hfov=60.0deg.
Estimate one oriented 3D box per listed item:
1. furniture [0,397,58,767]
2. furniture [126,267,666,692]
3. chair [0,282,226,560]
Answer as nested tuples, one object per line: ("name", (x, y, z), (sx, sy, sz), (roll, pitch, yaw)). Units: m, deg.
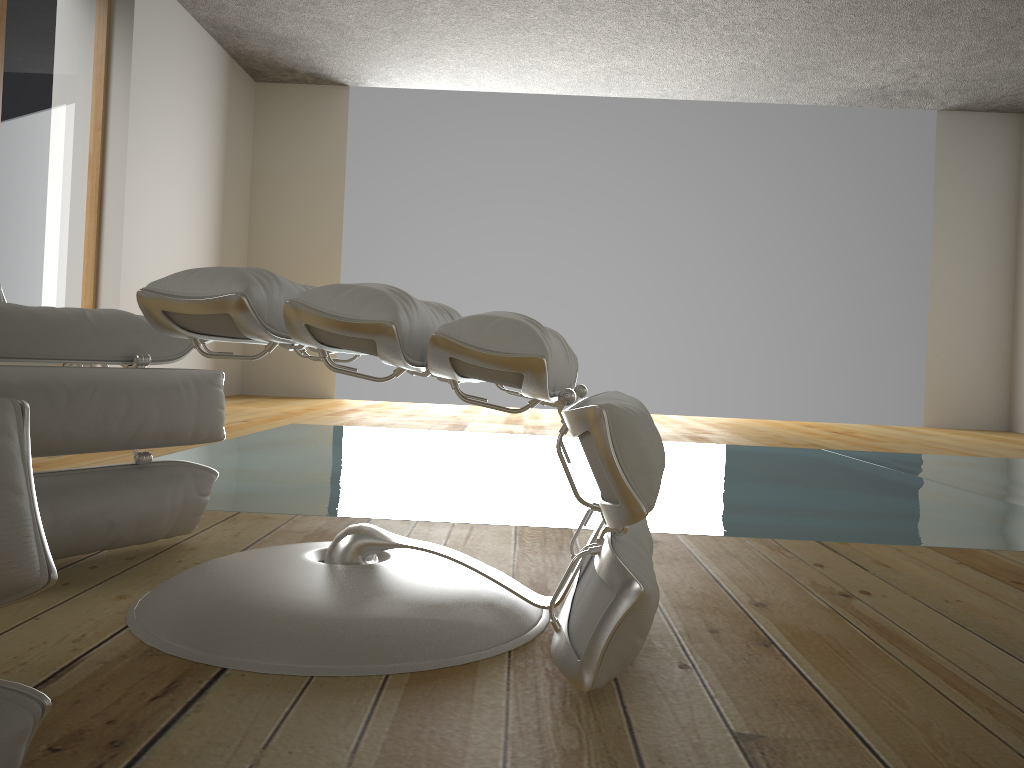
("furniture", (-0.696, 0.073, 0.493), (0.686, 0.439, 0.569), (3, 1, 36))
("furniture", (-0.146, 0.083, 1.194), (0.686, 0.439, 0.569), (3, 1, 8))
("chair", (-0.987, -0.228, 1.482), (0.914, 0.969, 0.569), (3, 0, 26))
